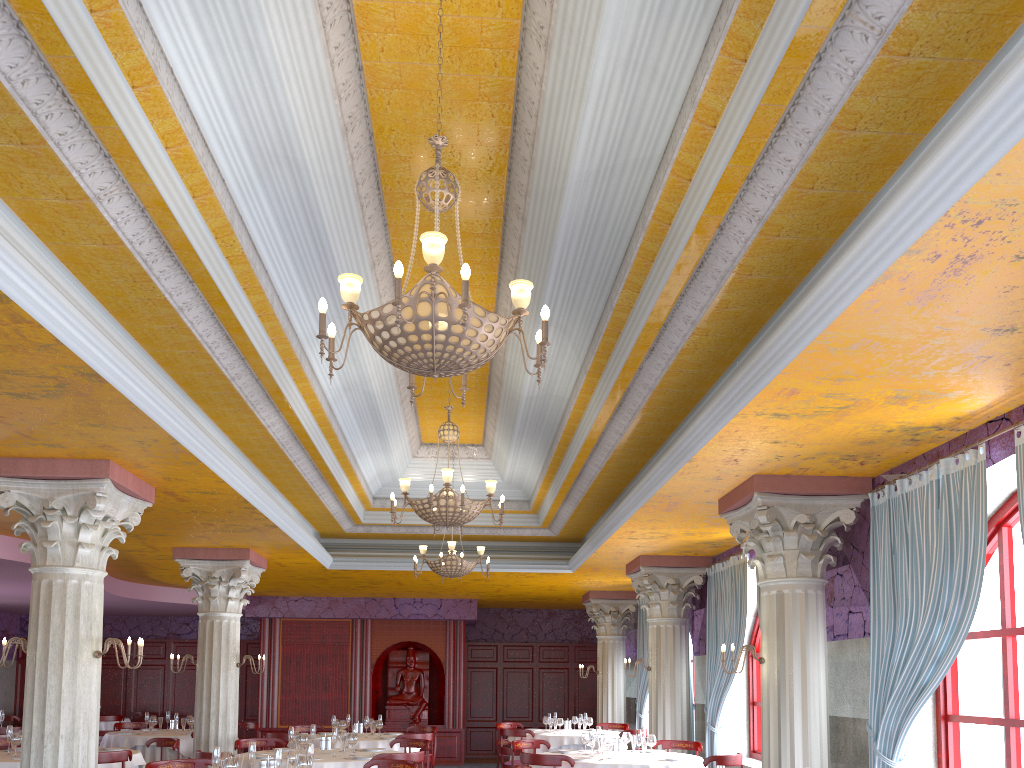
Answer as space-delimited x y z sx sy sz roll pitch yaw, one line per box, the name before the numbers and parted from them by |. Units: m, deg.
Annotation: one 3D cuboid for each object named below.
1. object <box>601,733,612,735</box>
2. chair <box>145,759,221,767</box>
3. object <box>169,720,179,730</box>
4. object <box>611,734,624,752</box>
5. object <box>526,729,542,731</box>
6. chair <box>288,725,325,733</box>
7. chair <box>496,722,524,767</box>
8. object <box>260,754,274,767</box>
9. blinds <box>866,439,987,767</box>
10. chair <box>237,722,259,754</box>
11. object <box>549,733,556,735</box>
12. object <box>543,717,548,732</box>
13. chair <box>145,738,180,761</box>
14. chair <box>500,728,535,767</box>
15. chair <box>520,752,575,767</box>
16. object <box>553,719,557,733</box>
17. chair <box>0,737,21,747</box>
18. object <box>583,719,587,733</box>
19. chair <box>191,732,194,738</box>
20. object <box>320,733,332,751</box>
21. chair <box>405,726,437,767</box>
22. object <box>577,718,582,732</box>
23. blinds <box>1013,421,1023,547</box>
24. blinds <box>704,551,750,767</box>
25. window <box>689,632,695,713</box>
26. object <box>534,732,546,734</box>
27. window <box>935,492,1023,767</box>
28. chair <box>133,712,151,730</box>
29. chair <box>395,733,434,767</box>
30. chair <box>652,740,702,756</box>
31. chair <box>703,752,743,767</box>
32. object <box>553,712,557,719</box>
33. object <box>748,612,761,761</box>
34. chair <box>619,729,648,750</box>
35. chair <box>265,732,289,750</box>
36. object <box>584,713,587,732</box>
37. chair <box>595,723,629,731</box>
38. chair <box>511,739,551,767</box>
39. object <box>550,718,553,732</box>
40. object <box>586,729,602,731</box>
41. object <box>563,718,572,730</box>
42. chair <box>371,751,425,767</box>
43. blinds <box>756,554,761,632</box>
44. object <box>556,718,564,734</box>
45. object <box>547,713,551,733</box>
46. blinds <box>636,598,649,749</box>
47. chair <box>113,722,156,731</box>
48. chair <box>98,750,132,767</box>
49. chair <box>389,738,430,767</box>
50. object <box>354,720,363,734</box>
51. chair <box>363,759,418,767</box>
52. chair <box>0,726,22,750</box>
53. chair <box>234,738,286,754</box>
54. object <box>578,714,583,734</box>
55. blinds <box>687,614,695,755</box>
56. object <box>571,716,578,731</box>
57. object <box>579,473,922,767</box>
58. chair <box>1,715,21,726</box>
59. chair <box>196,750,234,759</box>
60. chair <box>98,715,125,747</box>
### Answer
object | 1.544 5.881 14.402 0.313 0.023 0.330 2 -19 -3
chair | -2.957 3.991 7.805 0.656 1.056 0.766 -7 -12 41
object | -8.063 5.563 15.484 5.714 1.156 0.362 -8 -9 24
object | 1.263 4.296 10.240 0.145 0.205 0.073 5 -8 -23
object | 0.392 6.224 15.411 0.313 0.023 0.330 2 -19 -3
chair | -3.340 6.200 14.153 0.656 1.056 0.766 -7 -12 41
chair | 0.050 6.758 15.682 0.656 1.056 0.766 -7 -12 41
object | -2.031 3.186 7.125 0.145 0.205 0.073 5 -8 -23
blinds | 3.098 2.351 6.472 0.245 3.409 1.766 1 -8 -2
chair | -4.795 6.478 14.982 0.761 1.056 0.660 -8 -12 41
object | 0.642 5.813 14.220 0.056 0.019 0.264 -16 -25 42
object | 0.599 5.987 15.067 0.122 0.256 0.126 -1 -8 10
chair | -4.538 5.001 10.738 0.761 1.056 0.660 -8 -12 41
chair | 0.154 6.159 13.958 0.761 1.056 0.660 -8 -12 41
chair | 0.442 4.502 9.196 0.761 1.056 0.660 -8 -12 41
object | 0.742 5.851 14.636 0.086 0.230 0.088 3 -7 -23
chair | -6.267 4.953 10.635 0.656 1.056 0.766 -7 -12 41
object | 1.249 5.873 14.689 0.086 0.230 0.088 3 -7 -23
chair | -4.690 5.878 13.258 0.656 1.056 0.766 -7 -12 41
object | -2.215 4.246 10.171 0.145 0.205 0.073 5 -8 -23
chair | -1.611 6.249 14.256 0.761 1.056 0.660 -8 -12 41
object | 1.196 6.049 15.194 0.086 0.230 0.088 -2 -7 21
blinds | 3.219 1.656 4.473 0.245 3.409 1.765 1 -8 -4
blinds | 2.808 4.016 11.257 0.245 3.409 1.766 1 -8 -2
window | 3.225 5.015 15.037 0.160 2.447 3.745 1 -15 -3
object | 0.463 5.849 14.332 0.313 0.023 0.330 2 -19 -3
window | 3.797 1.718 5.561 0.160 2.447 3.745 1 -15 -3
chair | -8.637 8.062 19.609 0.761 1.056 0.660 -8 -12 41
chair | -1.507 5.649 12.532 0.656 1.056 0.766 -7 -12 41
chair | 2.067 5.150 11.023 0.761 1.056 0.660 -8 -12 41
chair | 2.171 4.550 9.299 0.656 1.056 0.766 -7 -12 41
object | 0.769 6.015 15.246 0.074 0.325 0.075 -3 -6 33
object | 3.511 3.367 10.301 0.160 2.447 3.745 1 -15 -3
chair | 1.883 6.207 14.061 0.656 1.056 0.766 -7 -12 41
chair | -3.236 5.600 12.429 0.761 1.056 0.660 -8 -12 41
object | 1.298 5.975 15.118 0.074 0.325 0.075 -3 -6 33
chair | 1.779 6.807 15.785 0.761 1.056 0.660 -8 -12 41
chair | 0.338 5.101 10.920 0.656 1.056 0.766 -7 -12 41
object | 0.689 6.027 15.141 0.086 0.230 0.088 3 -7 -23
object | 1.474 6.257 15.481 0.313 0.023 0.330 2 -19 -3
object | 0.975 5.953 15.002 0.145 0.205 0.073 5 -8 -23
chair | -1.307 4.500 9.230 0.656 1.056 0.766 -7 -12 41
blinds | 2.929 3.321 9.257 0.245 3.409 1.765 1 -8 -4
object | 0.817 5.808 14.548 0.124 0.256 0.125 6 -9 -34
object | 0.641 5.831 14.719 0.074 0.325 0.075 -3 -6 33
blinds | 2.526 5.643 15.933 0.245 3.409 1.766 1 -8 -2
chair | -6.524 6.429 14.879 0.656 1.056 0.766 -7 -12 41
chair | -4.434 4.402 9.014 0.656 1.056 0.766 -7 -12 41
chair | -1.412 5.100 10.954 0.761 1.056 0.660 -8 -12 41
object | -2.415 5.395 13.473 0.145 0.205 0.073 5 -8 -23
chair | -1.227 4.040 7.908 0.761 1.056 0.660 -8 -12 41
chair | -8.042 5.913 13.431 0.656 1.056 0.766 -7 -12 41
chair | -3.141 5.051 10.851 0.656 1.056 0.766 -7 -12 41
object | 1.170 5.790 14.591 0.074 0.325 0.075 -3 -6 33
blinds | 2.647 4.948 13.933 0.245 3.409 1.765 1 -8 -4
object | 1.120 6.067 15.284 0.122 0.256 0.126 2 -8 -12
object | 2.981 2.654 7.545 2.093 3.451 30.681 1 -19 -3
chair | -10.262 7.413 17.782 0.761 1.056 0.660 -8 -12 41
chair | -3.037 4.451 9.127 0.761 1.056 0.660 -8 -12 41
chair | -8.532 7.462 17.885 0.656 1.056 0.766 -7 -12 41
